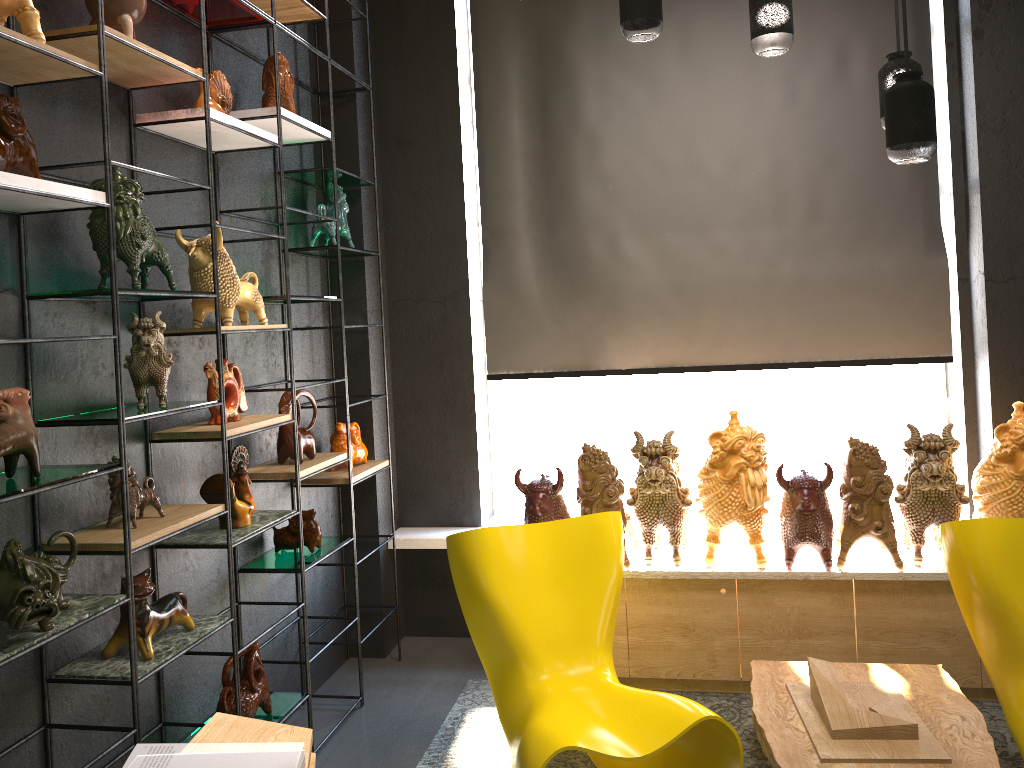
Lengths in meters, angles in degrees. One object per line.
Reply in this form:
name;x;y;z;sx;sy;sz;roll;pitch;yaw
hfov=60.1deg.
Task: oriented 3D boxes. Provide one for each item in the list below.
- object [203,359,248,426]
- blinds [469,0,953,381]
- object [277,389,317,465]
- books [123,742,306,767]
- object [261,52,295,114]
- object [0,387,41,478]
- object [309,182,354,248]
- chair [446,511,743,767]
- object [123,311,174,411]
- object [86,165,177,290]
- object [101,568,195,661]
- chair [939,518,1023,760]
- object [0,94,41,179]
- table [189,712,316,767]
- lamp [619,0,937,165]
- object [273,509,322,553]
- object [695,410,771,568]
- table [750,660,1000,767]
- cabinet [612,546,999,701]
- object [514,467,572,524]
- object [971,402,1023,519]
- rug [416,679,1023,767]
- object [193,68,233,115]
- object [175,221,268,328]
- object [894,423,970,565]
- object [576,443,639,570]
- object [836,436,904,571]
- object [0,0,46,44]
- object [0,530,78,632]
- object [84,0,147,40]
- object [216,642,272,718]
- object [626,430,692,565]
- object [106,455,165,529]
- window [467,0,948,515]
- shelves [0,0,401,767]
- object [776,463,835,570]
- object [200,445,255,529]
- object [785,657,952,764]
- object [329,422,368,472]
object;-0.983;0.023;3.049;0.060;0.223;0.268;-3;2;12
blinds;-1.776;-0.846;4.325;12.698;3.307;3.533;-1;3;32
object;-0.864;0.167;3.519;0.114;0.290;0.249;-3;2;12
books;-0.676;0.844;1.842;0.400;0.232;0.483;-3;3;-1
object;-0.932;-1.163;3.520;0.126;0.249;0.253;-3;2;-18
object;-1.177;0.123;2.028;0.119;0.220;0.212;-3;2;-4
object;-0.821;-0.769;4.009;0.152;0.332;0.290;-3;2;4
chair;0.185;0.928;2.974;0.659;0.896;1.070;-3;2;-18
object;-1.049;-0.066;2.540;0.131;0.280;0.207;-3;1;-30
object;-1.094;-0.438;2.526;0.167;0.356;0.256;-3;1;17
object;-1.021;0.629;2.551;0.155;0.235;0.310;-3;3;15
chair;1.747;0.870;2.645;0.658;0.896;1.071;-3;2;7
object;-1.213;-0.572;2.030;0.138;0.222;0.278;-3;2;11
table;-0.603;1.183;1.896;0.496;0.618;0.735;-3;2;12
lamp;0.867;-1.638;1.286;2.682;2.271;2.842;-5;3;-34
object;-0.862;0.584;3.532;0.210;0.168;0.105;-2;1;11
object;0.935;0.426;3.744;0.307;0.654;0.470;-3;1;17
table;1.118;1.187;2.775;0.694;0.309;0.831;-2;4;11
cabinet;1.408;0.993;3.693;2.728;0.530;0.405;-2;2;12
object;0.171;0.558;3.896;0.219;0.440;0.464;-3;2;17
object;1.983;0.387;3.529;0.307;0.654;0.470;-3;1;17
rug;1.351;1.344;2.513;3.593;0.010;2.196;-2;4;12
object;-1.024;-0.991;3.054;0.107;0.209;0.234;-3;2;29
object;-0.980;-0.364;3.027;0.175;0.351;0.370;-3;2;17
object;1.675;0.433;3.605;0.271;0.579;0.430;-3;1;5
object;0.419;0.505;3.893;0.249;0.545;0.476;-3;2;19
object;1.467;0.466;3.678;0.249;0.545;0.476;-3;2;19
object;-1.233;-0.969;2.055;0.170;0.362;0.376;-3;2;7
object;-1.141;0.454;2.056;0.192;0.220;0.403;-4;3;-19
object;-1.133;-1.074;2.532;0.164;0.266;0.237;-3;2;-17
object;-0.914;1.037;2.985;0.126;0.249;0.254;-3;2;12
object;0.627;0.473;3.820;0.271;0.579;0.430;-3;1;5
object;-1.078;0.298;2.531;0.096;0.210;0.183;-3;2;14
window;0.943;-0.909;4.542;2.307;3.166;0.051;-3;0;12
shelves;-1.063;-0.507;2.790;0.274;3.905;2.999;-3;1;12
object;1.219;0.518;3.681;0.219;0.440;0.464;-3;2;17
object;-0.955;0.351;3.024;0.123;0.270;0.227;-3;2;12
object;1.070;0.970;2.725;0.350;0.136;0.521;-3;4;7
object;-0.748;0.274;4.047;0.138;0.222;0.278;-3;2;12
